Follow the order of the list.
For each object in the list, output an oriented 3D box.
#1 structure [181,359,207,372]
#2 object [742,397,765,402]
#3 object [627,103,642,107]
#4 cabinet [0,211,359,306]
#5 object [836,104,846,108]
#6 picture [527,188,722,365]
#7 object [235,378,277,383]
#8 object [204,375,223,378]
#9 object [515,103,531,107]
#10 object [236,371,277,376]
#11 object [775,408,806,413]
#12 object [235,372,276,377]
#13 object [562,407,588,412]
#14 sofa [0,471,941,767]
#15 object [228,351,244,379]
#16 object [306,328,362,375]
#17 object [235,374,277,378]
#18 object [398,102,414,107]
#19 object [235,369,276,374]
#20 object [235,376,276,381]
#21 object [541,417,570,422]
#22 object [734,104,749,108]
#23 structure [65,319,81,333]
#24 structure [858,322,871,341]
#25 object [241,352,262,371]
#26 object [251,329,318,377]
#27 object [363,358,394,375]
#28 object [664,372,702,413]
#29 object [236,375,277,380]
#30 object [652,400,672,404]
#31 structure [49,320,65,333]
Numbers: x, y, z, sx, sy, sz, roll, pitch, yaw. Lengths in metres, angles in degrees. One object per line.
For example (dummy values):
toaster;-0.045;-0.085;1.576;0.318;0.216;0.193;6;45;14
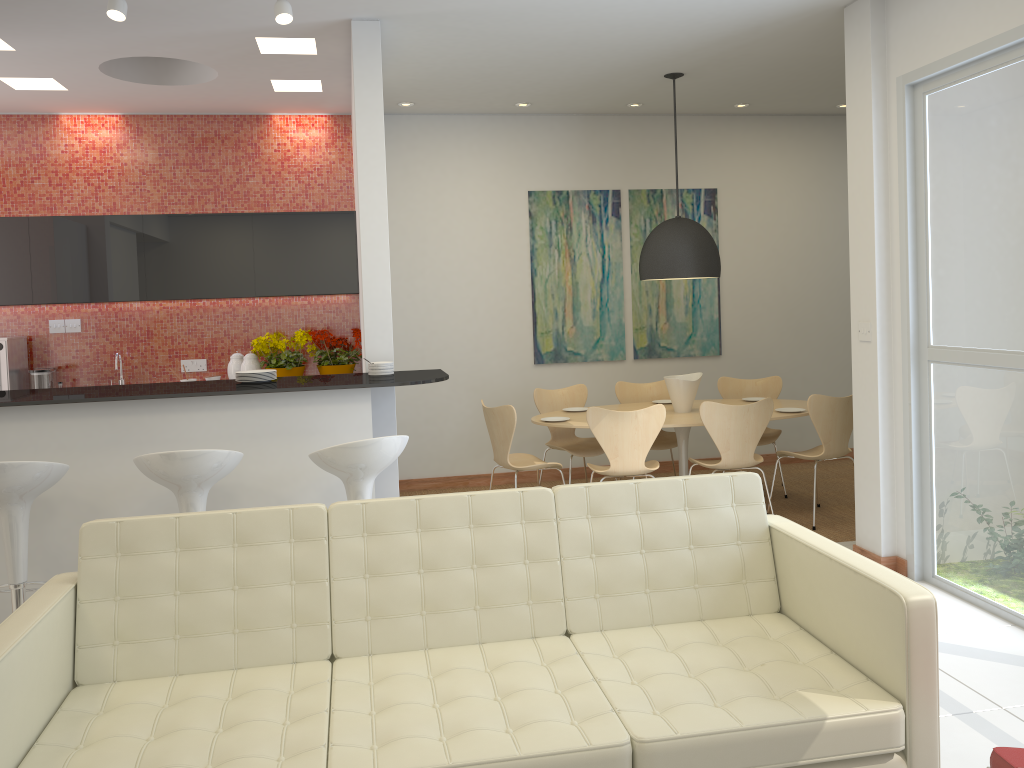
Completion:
structure;-2.591;-0.149;7.209;0.198;0.099;0.016;-3;2;-10
object;1.937;0.125;7.044;0.210;0.015;0.211;-5;6;-32
object;1.031;-2.344;7.443;0.129;0.010;0.130;2;7;35
cabinet;-2.851;-0.986;6.967;3.243;0.658;0.353;-3;3;-10
object;2.914;-2.444;7.780;0.129;0.010;0.130;2;7;35
picture;1.016;-0.965;7.834;1.739;1.504;0.020;-3;2;-10
object;-1.347;-0.018;4.664;0.210;0.015;0.211;2;6;34
object;-2.376;-0.061;7.041;0.008;0.009;0.235;-1;6;19
object;0.090;-2.294;7.275;0.129;0.010;0.130;2;7;35
object;-1.348;-0.053;4.663;0.210;0.015;0.211;2;6;34
object;1.993;0.190;6.338;0.210;0.015;0.211;3;8;45
object;-1.348;-0.046;4.663;0.210;0.015;0.211;2;6;34
object;0.493;0.200;6.809;0.210;0.015;0.211;-1;6;12
sofa;-0.157;0.878;2.706;2.565;0.920;1.003;-3;4;-10
object;-2.195;-0.120;7.088;0.159;0.283;0.160;0;4;42
object;-1.389;-0.236;7.081;0.504;0.448;0.523;-4;5;-30
object;-1.348;-0.039;4.663;0.210;0.015;0.211;2;6;34
object;-0.851;-2.244;7.107;0.129;0.010;0.130;2;7;35
object;-1.348;-0.060;4.662;0.210;0.015;0.211;2;6;34
object;-1.347;-0.025;4.664;0.210;0.015;0.211;2;6;34
object;0.308;0.255;6.300;0.210;0.015;0.211;-1;6;12
object;1.973;-2.394;7.612;0.129;0.010;0.130;2;7;35
structure;-3.492;-0.462;7.042;0.114;0.104;0.008;-3;2;-10
structure;1.978;-0.294;4.966;0.013;0.104;0.114;-2;4;-10
object;-2.051;-0.114;6.963;0.159;0.283;0.160;0;4;42
object;-1.802;-0.214;7.004;0.522;0.448;0.504;-3;4;-8
object;-0.737;-0.102;4.862;0.173;0.097;0.140;-3;5;-17
object;1.265;0.064;6.561;0.271;0.279;0.262;0;4;25
object;-1.347;-0.032;4.663;0.210;0.015;0.211;2;6;34
object;1.231;0.145;7.100;0.210;0.015;0.211;-1;5;7
structure;-3.607;-0.456;7.019;0.114;0.104;0.013;-3;2;-10
